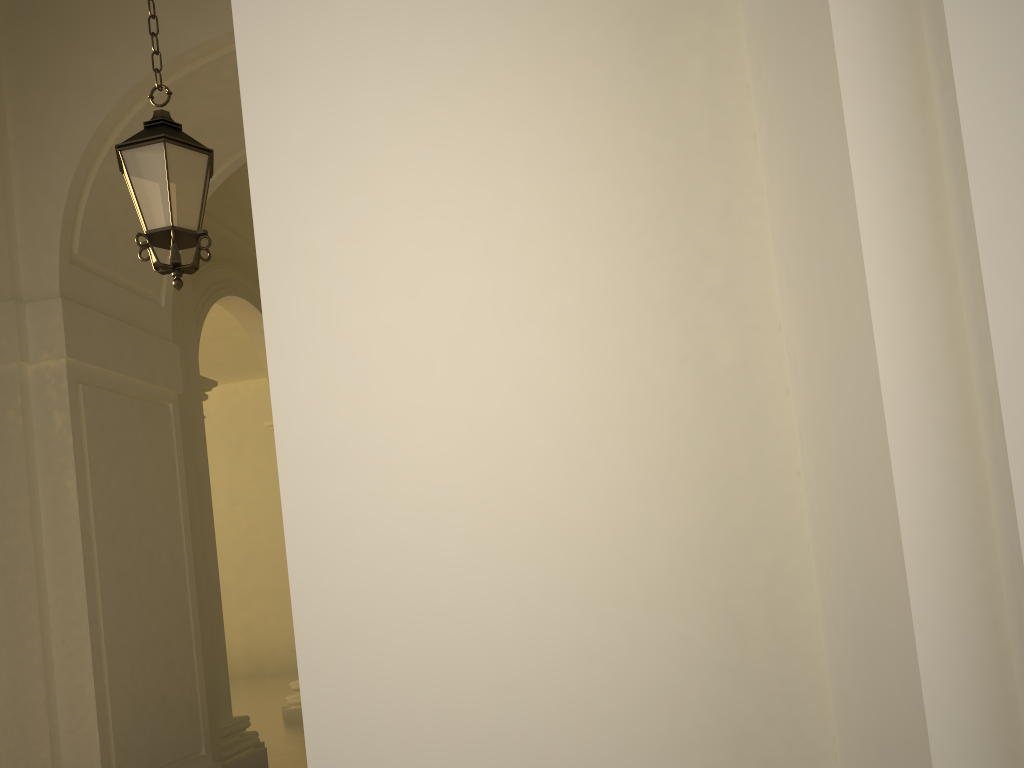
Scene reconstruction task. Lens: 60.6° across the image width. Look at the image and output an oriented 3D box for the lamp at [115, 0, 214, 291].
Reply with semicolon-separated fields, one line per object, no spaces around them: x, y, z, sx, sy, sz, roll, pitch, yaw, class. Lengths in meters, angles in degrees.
-1.812;-2.080;4.354;0.440;3.280;0.517;-5;-3;-20;lamp
